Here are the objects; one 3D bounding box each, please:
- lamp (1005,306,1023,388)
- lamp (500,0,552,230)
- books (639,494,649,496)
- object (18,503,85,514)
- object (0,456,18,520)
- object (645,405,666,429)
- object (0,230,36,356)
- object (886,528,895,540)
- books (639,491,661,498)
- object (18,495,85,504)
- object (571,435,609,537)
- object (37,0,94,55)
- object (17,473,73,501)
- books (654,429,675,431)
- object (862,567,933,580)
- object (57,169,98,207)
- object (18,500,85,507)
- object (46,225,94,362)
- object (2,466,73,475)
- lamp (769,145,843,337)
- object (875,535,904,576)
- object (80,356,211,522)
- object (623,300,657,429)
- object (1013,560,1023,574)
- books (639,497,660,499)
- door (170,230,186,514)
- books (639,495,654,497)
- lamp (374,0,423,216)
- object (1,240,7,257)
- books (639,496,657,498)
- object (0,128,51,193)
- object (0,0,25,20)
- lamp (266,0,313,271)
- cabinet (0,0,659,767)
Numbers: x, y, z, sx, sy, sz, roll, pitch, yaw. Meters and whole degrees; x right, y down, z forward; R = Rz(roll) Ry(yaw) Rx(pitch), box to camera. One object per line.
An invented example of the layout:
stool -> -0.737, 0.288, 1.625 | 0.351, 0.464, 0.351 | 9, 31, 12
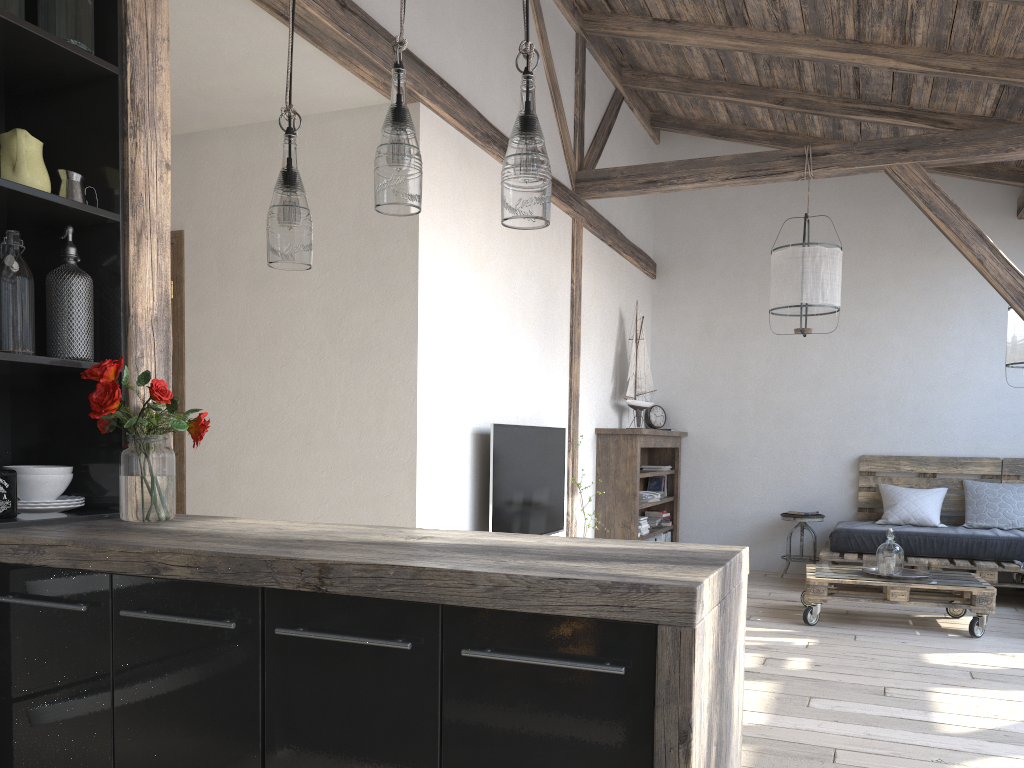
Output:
lamp -> 3.313, -0.737, 5.446 | 0.407, 1.524, 0.398 | -1, 3, -27
lamp -> 0.063, -0.982, 1.886 | 0.108, 1.294, 0.224 | 2, 4, 24
books -> 0.994, 0.862, 6.901 | 0.204, 0.009, 0.258 | -2, -5, 34
object -> -1.225, 0.322, 2.277 | 0.215, 0.024, 0.214 | 2, -4, -20
object -> -1.265, 0.236, 2.064 | 0.134, 0.165, 0.134 | 1, 1, 12
object -> 1.252, 0.289, 7.662 | 0.205, 0.210, 0.082 | 1, 2, -32
object -> -1.200, -0.215, 2.122 | 0.086, 0.303, 0.085 | 2, 3, 14
object -> 2.327, 1.028, 5.423 | 0.071, 0.269, 0.153 | 2, 2, 22
books -> 1.045, 0.855, 6.941 | 0.221, 0.088, 0.261 | 1, -3, 2
object -> -1.224, 0.306, 2.276 | 0.215, 0.024, 0.214 | 2, -4, -15
object -> 0.494, 0.893, 5.753 | 0.275, 1.125, 0.513 | 1, 2, 9
object -> -1.104, -0.922, 2.178 | 0.124, 0.207, 0.124 | 2, 2, 27
object -> -1.224, 0.274, 2.274 | 0.162, 0.085, 0.162 | -1, -3, 36
books -> 1.286, 0.405, 7.656 | 0.236, 0.025, 0.178 | -1, -4, 22
object -> 2.331, 1.149, 5.332 | 0.394, 0.022, 0.395 | -2, -5, 42
object -> -1.120, -0.490, 2.256 | 0.074, 0.096, 0.093 | 1, 0, 23
object -> -1.225, 0.314, 2.276 | 0.214, 0.024, 0.214 | 2, -4, -10
object -> -1.130, -0.230, 2.248 | 0.108, 0.352, 0.108 | -1, 4, -38
object -> -1.223, 0.255, 2.273 | 0.162, 0.085, 0.162 | -1, -3, 36
lamp -> 1.759, -0.838, 5.265 | 0.400, 1.088, 0.405 | 0, 3, -27
object -> 2.264, 1.028, 5.271 | 0.156, 0.248, 0.155 | 1, 1, -9
object -> -0.930, 0.143, 2.246 | 0.312, 0.417, 0.250 | 0, 2, -35
object -> 1.009, -0.136, 6.858 | 0.140, 0.996, 0.788 | 3, 1, 27
object -> 3.643, 1.312, 5.719 | 0.504, 0.278, 0.708 | 1, -3, 7
books -> 1.005, 0.888, 6.900 | 0.204, 0.009, 0.258 | -2, -5, 39
door -> -1.991, 0.297, 4.473 | 0.840, 2.080, 0.081 | 2, 4, 22
books -> 1.000, 0.871, 6.904 | 0.204, 0.009, 0.258 | -1, -4, 29
lamp -> -0.209, -1.005, 1.987 | 0.108, 1.243, 0.239 | 3, 4, 34
object -> -1.278, -0.209, 2.236 | 0.086, 0.303, 0.085 | 0, 3, -21
books -> 1.015, 0.880, 6.908 | 0.204, 0.009, 0.258 | -1, -4, 29
object -> -1.218, -0.534, 2.170 | 0.136, 0.171, 0.149 | 1, 0, 8
object -> -1.233, -0.912, 2.098 | 0.126, 0.173, 0.125 | 0, 1, -28
lamp -> -0.496, -0.949, 2.114 | 0.109, 1.348, 0.224 | 2, 4, 24
cabinet -> 0.156, -0.134, 0.722 | 4.211, 2.519, 2.090 | 0, 0, 22
